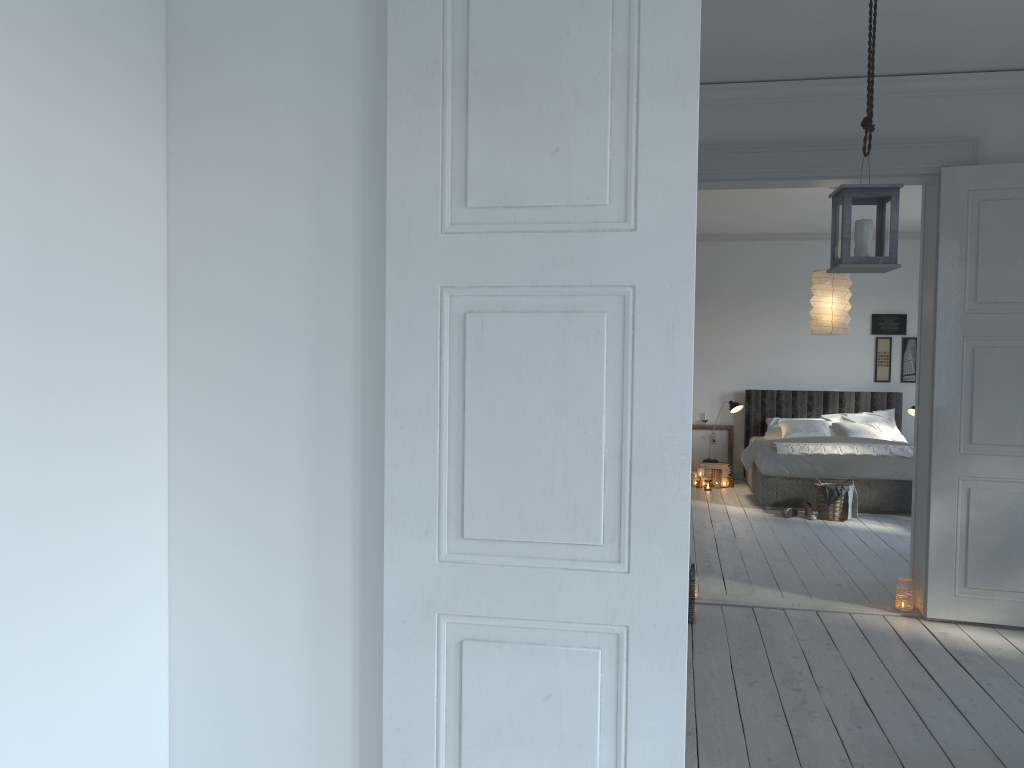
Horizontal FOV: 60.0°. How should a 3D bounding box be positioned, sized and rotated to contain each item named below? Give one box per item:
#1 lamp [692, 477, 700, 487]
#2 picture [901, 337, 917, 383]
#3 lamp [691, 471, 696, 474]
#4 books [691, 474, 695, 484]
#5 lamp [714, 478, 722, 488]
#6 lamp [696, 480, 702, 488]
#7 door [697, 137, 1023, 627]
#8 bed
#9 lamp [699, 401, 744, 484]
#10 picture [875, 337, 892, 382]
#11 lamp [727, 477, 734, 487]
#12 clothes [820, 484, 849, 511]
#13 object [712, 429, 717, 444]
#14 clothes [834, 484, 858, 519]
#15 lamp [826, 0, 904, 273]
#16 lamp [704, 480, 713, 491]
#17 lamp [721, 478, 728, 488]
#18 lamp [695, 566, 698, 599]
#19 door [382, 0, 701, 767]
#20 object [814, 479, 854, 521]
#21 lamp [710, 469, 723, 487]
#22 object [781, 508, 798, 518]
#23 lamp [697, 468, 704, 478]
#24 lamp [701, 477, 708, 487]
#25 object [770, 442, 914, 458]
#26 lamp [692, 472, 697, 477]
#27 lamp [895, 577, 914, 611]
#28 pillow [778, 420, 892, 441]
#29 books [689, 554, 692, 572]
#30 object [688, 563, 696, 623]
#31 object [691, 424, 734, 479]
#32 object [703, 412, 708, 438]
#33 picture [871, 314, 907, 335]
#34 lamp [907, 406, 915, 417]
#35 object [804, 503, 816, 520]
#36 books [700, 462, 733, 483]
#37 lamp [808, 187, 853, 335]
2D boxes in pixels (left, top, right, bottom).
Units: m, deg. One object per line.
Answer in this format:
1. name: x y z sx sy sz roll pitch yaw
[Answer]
1. lamp: 2.001 1.066 9.644 0.080 0.099 0.080 3 3 45
2. picture: 4.437 -0.268 9.893 0.165 0.505 0.020 1 2 11
3. lamp: 2.077 1.054 10.200 0.080 0.099 0.080 -1 2 -33
4. books: 1.973 1.061 9.924 0.175 0.096 0.262 1 2 6
5. lamp: 2.221 1.071 9.556 0.080 0.099 0.080 3 3 45
6. lamp: 2.011 1.079 9.538 0.070 0.078 0.067 -1 3 -38
7. door: 1.588 -0.025 4.872 2.598 2.507 0.577 1 2 11
8. bed: 3.304 0.623 8.986 1.888 1.047 2.175 1 2 11
9. lamp: 2.212 0.643 9.984 0.825 0.937 0.450 2 2 28
10. picture: 4.165 -0.273 9.944 0.165 0.505 0.020 1 2 11
11. lamp: 2.377 1.067 9.652 0.080 0.107 0.080 0 2 -17
12. clothes: 2.779 0.997 7.644 0.246 0.270 0.297 1 2 11
13. object: 2.349 0.580 10.290 0.062 0.228 0.063 2 3 34
14. clothes: 2.815 1.010 7.675 0.235 0.289 0.283 -1 3 -40
15. lamp: 1.404 -1.332 3.485 0.228 1.763 0.228 1 2 7
16. lamp: 2.075 1.070 9.388 0.081 0.106 0.081 0 2 -13
17. lamp: 2.298 1.071 9.599 0.080 0.099 0.080 3 3 45
18. lamp: 1.003 1.117 5.004 0.093 0.180 0.092 0 2 -6
19. door: 1.032 0.041 1.910 2.598 2.507 0.577 1 2 11
20. object: 2.791 1.000 7.701 0.319 0.351 0.319 3 3 42
21. lamp: 2.230 1.024 9.667 0.121 0.188 0.117 -1 3 -37
22. object: 2.418 1.125 7.817 0.120 0.084 0.222 2 2 39
23. lamp: 2.048 0.969 9.630 0.080 0.099 0.080 -1 3 -36
24. lamp: 2.088 1.068 9.622 0.080 0.099 0.080 3 3 45
25. object: 3.140 0.604 8.158 1.460 0.104 0.404 1 1 10
26. lamp: 2.083 1.057 10.068 0.080 0.099 0.080 0 2 -18
27. lamp: 2.128 1.141 4.805 0.089 0.166 0.089 1 2 3
28. pillow: 3.415 0.503 9.397 1.146 0.226 0.415 1 2 3
29. books: 0.837 1.057 4.661 0.201 0.300 0.179 1 2 11
30. object: 0.824 1.090 4.665 0.270 0.265 0.223 1 2 11
31. object: 2.299 0.788 10.299 0.528 0.631 0.082 1 2 11
32. object: 2.248 0.484 10.321 0.067 0.320 0.067 -1 3 -31
33. picture: 4.219 -0.666 9.918 0.365 0.232 0.020 1 2 11
34. lamp: 4.559 0.684 9.549 0.800 0.937 0.450 0 2 -7
35. object: 2.606 1.112 7.735 0.083 0.122 0.222 1 2 10
36. books: 2.304 0.995 9.988 0.346 0.232 0.245 1 2 19
37. lamp: 2.659 -1.026 7.376 0.338 1.232 0.340 3 3 42
